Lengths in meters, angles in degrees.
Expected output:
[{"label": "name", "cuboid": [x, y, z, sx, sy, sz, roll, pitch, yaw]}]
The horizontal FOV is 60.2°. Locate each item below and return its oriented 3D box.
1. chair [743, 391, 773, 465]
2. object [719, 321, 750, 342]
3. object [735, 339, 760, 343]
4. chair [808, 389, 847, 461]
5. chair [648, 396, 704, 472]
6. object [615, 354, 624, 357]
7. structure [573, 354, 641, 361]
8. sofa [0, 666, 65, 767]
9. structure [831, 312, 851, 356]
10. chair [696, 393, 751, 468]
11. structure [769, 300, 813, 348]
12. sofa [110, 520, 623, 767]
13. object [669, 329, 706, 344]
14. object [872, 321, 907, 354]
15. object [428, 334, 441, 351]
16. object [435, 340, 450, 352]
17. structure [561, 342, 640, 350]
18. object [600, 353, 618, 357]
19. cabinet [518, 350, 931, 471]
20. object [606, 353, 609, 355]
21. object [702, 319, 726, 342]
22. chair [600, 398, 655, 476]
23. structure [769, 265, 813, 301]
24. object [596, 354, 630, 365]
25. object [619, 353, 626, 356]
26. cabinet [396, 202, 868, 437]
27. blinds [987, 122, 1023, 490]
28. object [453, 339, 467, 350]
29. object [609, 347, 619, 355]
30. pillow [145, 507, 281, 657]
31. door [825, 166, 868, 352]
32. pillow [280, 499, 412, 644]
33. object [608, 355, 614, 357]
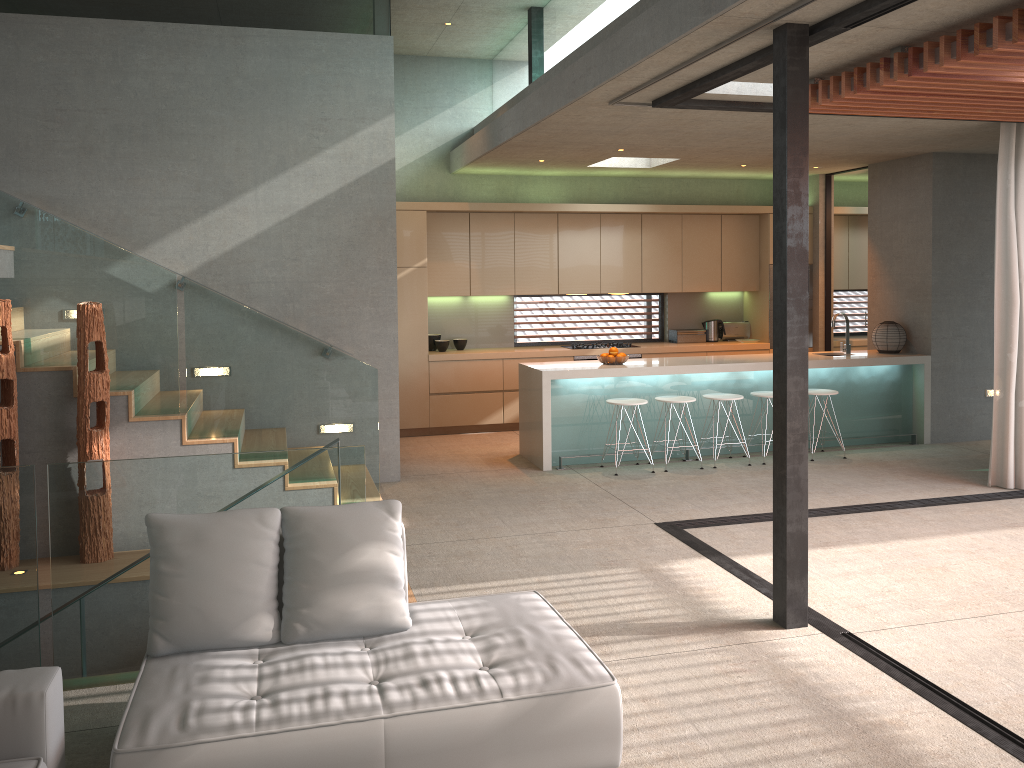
[{"label": "chair", "cuboid": [2.433, 0.400, 8.310, 0.382, 0.621, 0.383, -2, 4, -15]}, {"label": "object", "cuboid": [2.817, -0.671, 11.209, 0.390, 0.247, 0.151, -2, 4, -15]}, {"label": "object", "cuboid": [2.921, -0.531, 10.929, 0.310, 0.034, 0.311, 6, 9, 43]}, {"label": "chair", "cuboid": [2.920, 0.379, 8.442, 0.382, 0.621, 0.383, -2, 4, -15]}, {"label": "chair", "cuboid": [1.489, 0.441, 8.056, 0.382, 0.621, 0.383, -2, 4, -15]}, {"label": "object", "cuboid": [1.022, -0.242, 8.403, 0.087, 0.087, 0.087, -3, 5, -25]}, {"label": "structure", "cuboid": [1.113, -0.087, 10.256, 0.828, 0.499, 0.079, -2, 3, -15]}, {"label": "sofa", "cuboid": [-1.439, 1.259, 0.955, 1.049, 0.749, 3.478, -2, 7, -15]}, {"label": "structure", "cuboid": [3.367, -0.516, 9.100, 0.097, 0.440, 0.259, -1, 3, -15]}, {"label": "chair", "cuboid": [1.952, 0.421, 8.180, 0.382, 0.621, 0.383, -2, 4, -15]}, {"label": "structure", "cuboid": [3.374, -0.761, 11.054, 0.596, 0.578, 0.499, -2, 4, -15]}, {"label": "sofa", "cuboid": [-0.522, 0.984, 3.217, 1.597, 0.730, 1.018, -2, 6, -15]}, {"label": "object", "cuboid": [2.189, -0.598, 11.031, 0.400, 0.159, 0.241, -2, 6, -15]}, {"label": "object", "cuboid": [3.969, -0.494, 9.302, 0.340, 0.333, 0.341, -3, 5, -23]}, {"label": "object", "cuboid": [-0.929, -0.477, 10.203, 0.226, 0.187, 0.226, -4, 6, -37]}, {"label": "object", "cuboid": [-0.795, -0.431, 10.066, 0.169, 0.126, 0.170, -3, 6, -28]}, {"label": "structure", "cuboid": [1.047, -0.434, 10.485, 0.839, 0.090, 0.466, -2, 7, -15]}, {"label": "object", "cuboid": [0.920, -0.249, 8.441, 0.174, 0.100, 0.097, 3, 6, 30]}, {"label": "cabinet", "cuboid": [2.161, 0.201, 8.831, 4.123, 0.896, 0.804, -2, 5, -15]}, {"label": "object", "cuboid": [0.920, -0.256, 8.546, 0.087, 0.087, 0.087, 3, 6, 35]}, {"label": "object", "cuboid": [2.524, -0.671, 11.081, 0.278, 0.284, 0.178, -1, 4, -10]}, {"label": "chair", "cuboid": [1.032, 0.461, 7.935, 0.382, 0.621, 0.383, -2, 4, -15]}, {"label": "structure", "cuboid": [3.364, -1.270, 11.053, 0.597, 0.436, 0.462, -2, 5, -15]}, {"label": "object", "cuboid": [0.968, -0.234, 8.476, 0.315, 0.081, 0.317, -2, 7, -15]}, {"label": "object", "cuboid": [1.055, -0.255, 8.489, 0.094, 0.094, 0.094, -3, 5, -26]}, {"label": "cabinet", "cuboid": [2.200, -0.794, 10.140, 7.474, 2.558, 1.974, -2, 4, -15]}, {"label": "blinds", "cuboid": [4.284, -0.637, 7.159, 0.885, 2.924, 0.230, -1, 2, -18]}, {"label": "object", "cuboid": [-0.601, -0.457, 10.255, 0.169, 0.126, 0.170, -3, 6, -28]}, {"label": "object", "cuboid": [0.978, -0.310, 8.507, 0.095, 0.094, 0.095, 0, 5, 5]}, {"label": "pillow", "cuboid": [-1.113, 0.728, 3.306, 0.492, 0.496, 0.239, -2, 3, -15]}, {"label": "door", "cuboid": [0.289, 0.269, 6.069, 15.371, 4.457, 5.789, -7, 8, -42]}, {"label": "pillow", "cuboid": [-0.647, 0.719, 3.428, 0.492, 0.481, 0.267, -2, 4, -14]}, {"label": "object", "cuboid": [0.939, -0.235, 8.392, 0.081, 0.081, 0.081, 1, 5, 14]}]
